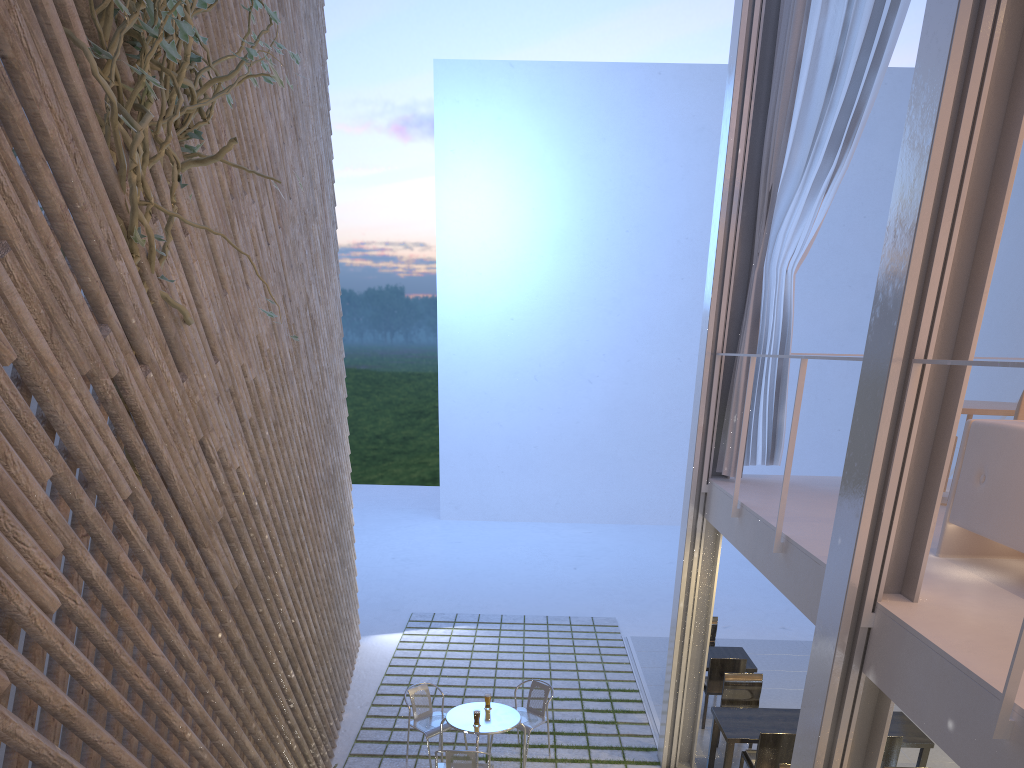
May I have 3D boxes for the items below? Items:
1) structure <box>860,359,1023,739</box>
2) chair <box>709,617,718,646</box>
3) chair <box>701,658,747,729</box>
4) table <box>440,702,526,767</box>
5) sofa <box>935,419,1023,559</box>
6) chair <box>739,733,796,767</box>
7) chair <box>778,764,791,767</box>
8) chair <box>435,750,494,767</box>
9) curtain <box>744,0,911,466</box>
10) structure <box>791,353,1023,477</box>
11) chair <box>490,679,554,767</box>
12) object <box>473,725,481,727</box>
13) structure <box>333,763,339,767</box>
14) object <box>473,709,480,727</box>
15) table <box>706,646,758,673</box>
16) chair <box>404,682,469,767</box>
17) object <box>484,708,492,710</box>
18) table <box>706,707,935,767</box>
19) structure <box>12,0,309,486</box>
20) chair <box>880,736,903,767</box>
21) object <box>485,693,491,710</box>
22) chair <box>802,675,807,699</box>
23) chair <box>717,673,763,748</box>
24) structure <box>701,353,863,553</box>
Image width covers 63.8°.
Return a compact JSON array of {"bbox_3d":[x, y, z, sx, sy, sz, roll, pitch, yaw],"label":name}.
[{"bbox_3d":[0.771,0.279,0.932,0.028,0.603,1.559,2,5,1],"label":"structure"},{"bbox_3d":[1.147,1.639,4.971,0.192,0.481,0.212,1,18,1],"label":"chair"},{"bbox_3d":[1.137,1.660,4.510,0.192,0.481,0.212,1,18,1],"label":"chair"},{"bbox_3d":[-0.134,1.709,3.867,0.338,0.367,0.325,-8,16,-36],"label":"table"},{"bbox_3d":[1.386,0.304,1.706,0.500,0.403,0.901,1,6,1],"label":"sofa"},{"bbox_3d":[1.145,1.698,3.671,0.192,0.481,0.212,1,18,1],"label":"chair"},{"bbox_3d":[1.135,1.719,3.198,0.192,0.481,0.212,1,18,1],"label":"chair"},{"bbox_3d":[-0.210,1.698,3.572,0.263,0.417,0.221,1,17,1],"label":"chair"},{"bbox_3d":[1.205,-0.891,3.021,0.516,2.654,0.086,0,21,-2],"label":"curtain"},{"bbox_3d":[1.622,0.775,4.433,1.366,1.966,1.296,1,15,1],"label":"structure"},{"bbox_3d":[0.064,1.680,4.109,0.236,0.417,0.247,-14,22,-42],"label":"chair"},{"bbox_3d":[1.278,1.347,3.604,2.902,0.480,0.054,1,21,1],"label":"object"},{"bbox_3d":[-0.724,1.737,3.431,0.294,0.355,0.286,-2,14,-14],"label":"structure"},{"bbox_3d":[-0.158,1.499,3.693,0.030,0.084,0.029,-16,25,-41],"label":"object"},{"bbox_3d":[1.151,1.702,4.681,0.359,0.365,0.318,1,13,1],"label":"table"},{"bbox_3d":[-0.390,1.674,4.038,0.236,0.417,0.247,15,21,39],"label":"chair"},{"bbox_3d":[1.301,1.360,3.721,2.864,0.443,0.033,1,21,3],"label":"object"},{"bbox_3d":[1.411,1.744,3.866,0.916,0.365,0.318,1,13,1],"label":"table"},{"bbox_3d":[-0.799,-1.239,1.649,0.743,2.986,2.123,-2,15,-7],"label":"structure"},{"bbox_3d":[1.555,1.707,3.667,0.192,0.481,0.212,1,18,1],"label":"chair"},{"bbox_3d":[-0.114,1.492,3.868,0.030,0.084,0.029,-16,25,-41],"label":"object"},{"bbox_3d":[1.565,1.688,4.097,0.192,0.481,0.212,1,18,1],"label":"chair"},{"bbox_3d":[1.155,1.679,4.101,0.192,0.481,0.212,1,18,1],"label":"chair"},{"bbox_3d":[0.809,0.204,2.625,0.028,0.603,1.557,2,5,1],"label":"structure"}]
